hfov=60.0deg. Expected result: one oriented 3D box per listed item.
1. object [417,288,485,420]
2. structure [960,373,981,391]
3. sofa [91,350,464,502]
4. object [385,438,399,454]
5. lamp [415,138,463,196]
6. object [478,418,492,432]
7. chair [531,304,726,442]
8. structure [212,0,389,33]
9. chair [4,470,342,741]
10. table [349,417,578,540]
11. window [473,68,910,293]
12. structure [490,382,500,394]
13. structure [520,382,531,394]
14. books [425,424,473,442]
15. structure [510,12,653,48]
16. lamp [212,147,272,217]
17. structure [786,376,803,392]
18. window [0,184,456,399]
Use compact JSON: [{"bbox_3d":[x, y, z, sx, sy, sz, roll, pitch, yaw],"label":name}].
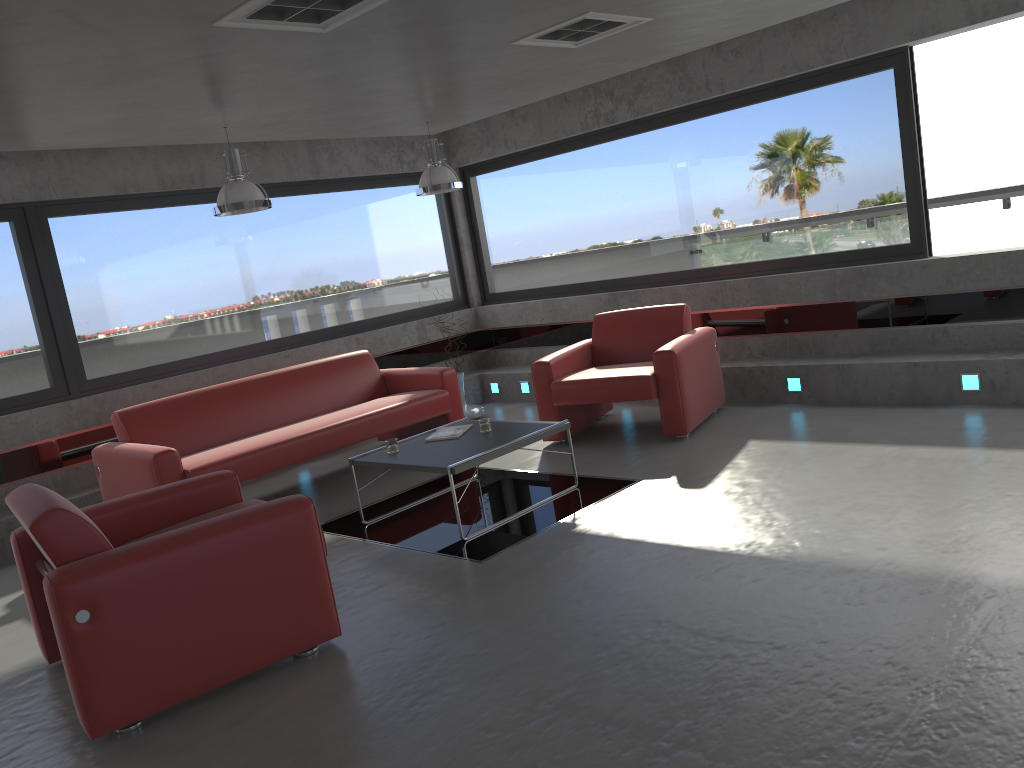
[{"bbox_3d":[-0.548,-0.294,8.462,0.466,1.289,0.531,-15,10,-32],"label":"object"},{"bbox_3d":[3.075,-0.012,5.947,0.123,0.123,0.004,-1,12,45],"label":"structure"},{"bbox_3d":[-1.652,0.345,6.753,1.120,0.854,2.626,-1,12,45],"label":"sofa"},{"bbox_3d":[-0.746,0.386,5.523,0.079,0.077,0.079,-5,10,28],"label":"object"},{"bbox_3d":[-0.627,-1.777,7.227,0.388,0.422,0.389,-4,11,34],"label":"lamp"},{"bbox_3d":[-0.172,0.264,5.682,0.079,0.077,0.079,-16,11,-36],"label":"object"},{"bbox_3d":[0.890,-0.109,6.894,1.196,0.854,1.130,-5,10,30],"label":"chair"},{"bbox_3d":[-0.858,-1.652,3.618,0.563,0.240,0.563,-1,12,45],"label":"structure"},{"bbox_3d":[-1.508,0.756,3.957,1.130,0.854,1.196,-16,11,-34],"label":"chair"},{"bbox_3d":[-0.295,0.555,5.556,0.994,0.436,1.018,-1,12,45],"label":"table"},{"bbox_3d":[1.258,-1.643,8.039,4.583,1.364,0.003,-1,12,45],"label":"window"},{"bbox_3d":[-0.178,0.042,9.162,0.123,0.123,0.004,-1,12,45],"label":"structure"},{"bbox_3d":[0.131,0.036,8.857,0.123,0.123,0.004,-1,12,45],"label":"structure"},{"bbox_3d":[-0.411,0.315,5.795,0.228,0.022,0.326,-7,9,15],"label":"books"},{"bbox_3d":[0.364,-2.054,4.862,0.563,0.240,0.563,-1,12,45],"label":"structure"},{"bbox_3d":[-1.856,-1.373,5.976,0.389,0.422,0.388,-1,12,45],"label":"lamp"},{"bbox_3d":[2.175,0.003,6.836,0.123,0.123,0.004,-1,12,45],"label":"structure"},{"bbox_3d":[-3.352,-0.679,6.886,0.003,1.364,7.800,-1,12,45],"label":"window"}]
